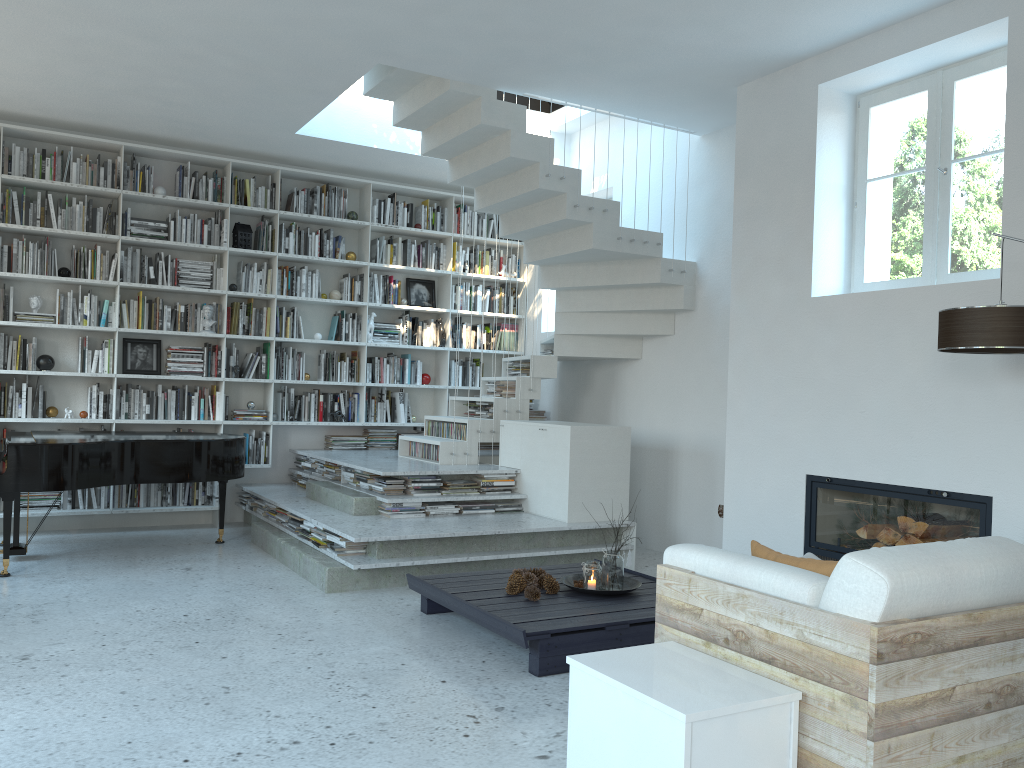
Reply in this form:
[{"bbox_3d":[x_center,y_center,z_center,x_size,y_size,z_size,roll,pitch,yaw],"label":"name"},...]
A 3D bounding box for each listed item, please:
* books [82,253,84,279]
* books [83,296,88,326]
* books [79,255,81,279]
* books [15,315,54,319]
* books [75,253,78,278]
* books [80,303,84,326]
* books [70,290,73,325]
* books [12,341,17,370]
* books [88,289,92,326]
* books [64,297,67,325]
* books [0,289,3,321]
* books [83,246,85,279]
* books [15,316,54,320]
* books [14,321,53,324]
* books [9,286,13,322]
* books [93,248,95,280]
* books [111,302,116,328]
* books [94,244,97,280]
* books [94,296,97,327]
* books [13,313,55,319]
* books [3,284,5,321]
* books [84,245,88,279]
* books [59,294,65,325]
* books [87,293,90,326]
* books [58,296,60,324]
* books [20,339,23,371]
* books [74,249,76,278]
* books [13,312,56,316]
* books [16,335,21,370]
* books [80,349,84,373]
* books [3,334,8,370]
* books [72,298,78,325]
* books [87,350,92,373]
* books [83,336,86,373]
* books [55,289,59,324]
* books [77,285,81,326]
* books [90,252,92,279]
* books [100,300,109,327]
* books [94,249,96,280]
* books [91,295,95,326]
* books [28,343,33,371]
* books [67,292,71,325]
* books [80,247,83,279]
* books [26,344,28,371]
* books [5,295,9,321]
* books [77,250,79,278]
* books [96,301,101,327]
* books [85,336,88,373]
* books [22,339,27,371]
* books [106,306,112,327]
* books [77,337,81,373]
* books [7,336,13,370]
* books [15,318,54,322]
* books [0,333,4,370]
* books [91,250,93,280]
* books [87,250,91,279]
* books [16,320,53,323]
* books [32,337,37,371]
[{"bbox_3d":[-3.447,-0.935,7.113,0.006,0.216,0.181,2,0,-30],"label":"books"},{"bbox_3d":[-3.439,-0.580,7.141,0.028,0.247,0.170,2,0,-30],"label":"books"},{"bbox_3d":[-3.475,-0.927,7.124,0.011,0.200,0.162,2,0,-30],"label":"books"},{"bbox_3d":[-3.755,-0.523,6.972,0.254,0.012,0.161,2,-1,-33],"label":"books"},{"bbox_3d":[-3.500,-0.936,7.114,0.013,0.216,0.149,2,0,-30],"label":"books"},{"bbox_3d":[-3.472,-0.552,7.144,0.025,0.189,0.140,2,0,-30],"label":"books"},{"bbox_3d":[-3.526,-0.603,7.087,0.012,0.286,0.167,2,0,-30],"label":"books"},{"bbox_3d":[-3.876,-0.219,6.907,0.025,0.228,0.153,2,0,-30],"label":"books"},{"bbox_3d":[-3.410,-0.606,7.156,0.011,0.301,0.178,2,0,-30],"label":"books"},{"bbox_3d":[-3.575,-0.575,7.090,0.024,0.227,0.137,2,0,-30],"label":"books"},{"bbox_3d":[-3.951,-0.604,6.859,0.024,0.257,0.134,2,0,-30],"label":"books"},{"bbox_3d":[-3.452,-0.964,7.134,0.005,0.275,0.157,2,0,-30],"label":"books"},{"bbox_3d":[-3.754,-0.511,6.968,0.254,0.012,0.161,2,-1,-35],"label":"books"},{"bbox_3d":[-3.758,-0.474,6.974,0.285,0.012,0.159,2,-1,-32],"label":"books"},{"bbox_3d":[-3.893,-0.612,6.894,0.021,0.278,0.136,2,0,-30],"label":"books"},{"bbox_3d":[-3.385,-0.956,7.173,0.004,0.265,0.141,2,0,-30],"label":"books"},{"bbox_3d":[-3.267,-0.558,7.260,0.026,0.217,0.126,2,0,-30],"label":"books"},{"bbox_3d":[-3.373,-0.975,7.175,0.006,0.304,0.165,2,0,-30],"label":"books"},{"bbox_3d":[-3.387,-0.582,7.194,0.022,0.256,0.152,2,0,-30],"label":"books"},{"bbox_3d":[-3.756,-0.535,6.973,0.285,0.012,0.159,2,-1,-28],"label":"books"},{"bbox_3d":[-3.944,-0.624,6.883,0.011,0.298,0.135,2,0,-30],"label":"books"},{"bbox_3d":[-3.441,-0.970,7.153,0.033,0.287,0.155,2,0,-30],"label":"books"},{"bbox_3d":[-3.584,-0.585,7.052,0.030,0.247,0.174,2,0,-30],"label":"books"},{"bbox_3d":[-3.416,-0.588,7.142,0.012,0.265,0.192,2,0,-30],"label":"books"},{"bbox_3d":[-3.611,-0.579,7.058,0.010,0.232,0.154,2,0,-30],"label":"books"},{"bbox_3d":[-3.835,-0.226,6.930,0.014,0.244,0.153,2,0,-30],"label":"books"},{"bbox_3d":[-3.498,-0.948,7.095,0.005,0.240,0.173,2,0,-30],"label":"books"},{"bbox_3d":[-3.753,-0.547,6.969,0.285,0.012,0.159,2,-1,-34],"label":"books"},{"bbox_3d":[-3.842,-0.241,6.902,0.026,0.274,0.190,2,0,-30],"label":"books"},{"bbox_3d":[-3.464,-0.182,7.138,0.025,0.186,0.154,2,0,-30],"label":"books"},{"bbox_3d":[-3.930,-0.245,6.880,0.026,0.275,0.154,2,0,-30],"label":"books"},{"bbox_3d":[-3.509,-0.571,7.116,0.048,0.225,0.149,2,0,-30],"label":"books"},{"bbox_3d":[-3.428,-0.179,7.176,0.030,0.183,0.154,2,0,-30],"label":"books"},{"bbox_3d":[-3.453,-0.235,7.157,0.011,0.291,0.155,2,0,-30],"label":"books"},{"bbox_3d":[-3.613,-0.605,7.041,0.012,0.285,0.159,2,0,-30],"label":"books"},{"bbox_3d":[-3.478,-0.622,7.123,0.010,0.329,0.173,2,0,-30],"label":"books"},{"bbox_3d":[-3.413,-0.943,7.172,0.011,0.236,0.130,2,0,-30],"label":"books"},{"bbox_3d":[-3.318,-0.565,7.207,0.060,0.227,0.179,2,0,-30],"label":"books"},{"bbox_3d":[-3.378,-0.950,7.170,0.006,0.253,0.180,2,0,-30],"label":"books"},{"bbox_3d":[-3.396,-0.584,7.165,0.023,0.260,0.170,2,0,-30],"label":"books"},{"bbox_3d":[-3.781,-0.210,6.953,0.028,0.216,0.175,2,0,-30],"label":"books"},{"bbox_3d":[-3.547,-0.594,7.089,0.022,0.267,0.151,2,0,-30],"label":"books"},{"bbox_3d":[-3.469,-0.960,7.137,0.009,0.267,0.149,2,0,-30],"label":"books"},{"bbox_3d":[-3.799,-0.206,6.947,0.011,0.208,0.180,2,0,-30],"label":"books"},{"bbox_3d":[-3.921,-0.579,6.885,0.034,0.209,0.136,2,0,-30],"label":"books"},{"bbox_3d":[-3.478,-0.946,7.096,0.005,0.236,0.178,2,0,-30],"label":"books"},{"bbox_3d":[-3.367,-0.563,7.206,0.026,0.219,0.150,2,0,-30],"label":"books"},{"bbox_3d":[-3.441,-0.238,7.160,0.012,0.298,0.166,2,0,-30],"label":"books"},{"bbox_3d":[-3.825,-0.227,6.955,0.028,0.248,0.142,2,0,-30],"label":"books"},{"bbox_3d":[-3.289,-0.541,7.244,0.027,0.181,0.142,2,0,-30],"label":"books"},{"bbox_3d":[-3.481,-0.233,7.132,0.012,0.285,0.159,2,0,-30],"label":"books"},{"bbox_3d":[-3.900,-0.238,6.889,0.036,0.263,0.166,2,0,-30],"label":"books"},{"bbox_3d":[-3.755,-0.499,6.970,0.254,0.012,0.161,2,-1,-34],"label":"books"},{"bbox_3d":[-3.950,-0.250,6.863,0.025,0.284,0.145,2,0,-30],"label":"books"},{"bbox_3d":[-3.395,-0.951,7.168,0.017,0.253,0.139,2,0,-30],"label":"books"},{"bbox_3d":[-3.405,-0.947,7.135,0.013,0.244,0.188,2,0,-30],"label":"books"},{"bbox_3d":[-3.760,-0.487,6.977,0.254,0.012,0.161,2,-1,-30],"label":"books"},{"bbox_3d":[-3.763,-0.234,6.980,0.028,0.266,0.144,2,0,-30],"label":"books"}]
